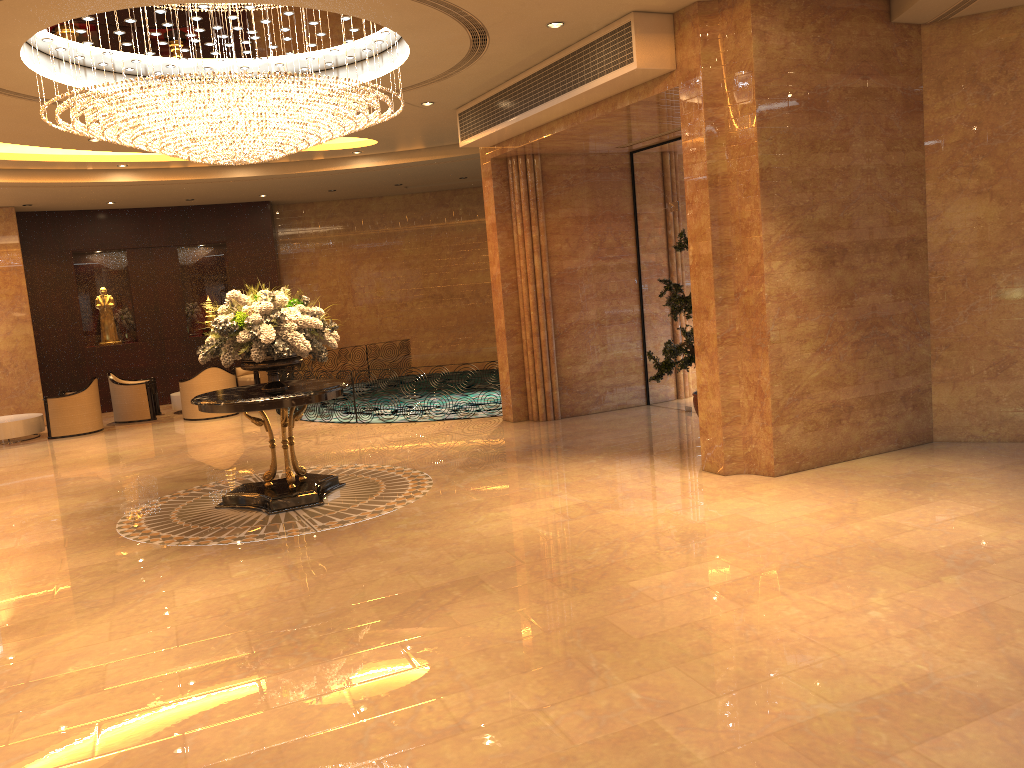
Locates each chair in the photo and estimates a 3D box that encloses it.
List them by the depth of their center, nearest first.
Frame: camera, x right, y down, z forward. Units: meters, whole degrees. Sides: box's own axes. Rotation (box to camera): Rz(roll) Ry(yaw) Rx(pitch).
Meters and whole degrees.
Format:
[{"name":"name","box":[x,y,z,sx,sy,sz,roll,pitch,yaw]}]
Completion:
[{"name":"chair","box":[-7.326,0.372,14.889,0.769,0.916,0.951,-6,7,-10]},{"name":"chair","box":[-5.269,0.122,15.498,0.951,0.916,0.769,-9,8,-30]},{"name":"chair","box":[-6.849,0.193,16.051,0.769,0.916,0.951,-7,7,-15]},{"name":"chair","box":[-5.012,-0.145,17.559,0.951,0.916,0.769,1,9,40]}]

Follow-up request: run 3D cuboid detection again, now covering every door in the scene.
[{"name":"door","box":[2.592,-0.945,10.936,0.195,2.758,1.880,-8,7,-25]}]

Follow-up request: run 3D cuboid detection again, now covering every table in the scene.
[{"name":"table","box":[-2.296,0.586,8.688,1.493,1.089,1.493,-9,8,-31]},{"name":"table","box":[-8.469,0.765,14.796,1.196,0.354,1.196,-5,7,1]},{"name":"table","box":[-5.794,0.302,16.748,1.196,0.354,1.196,-5,7,2]}]

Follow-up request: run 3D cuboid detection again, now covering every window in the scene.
[{"name":"window","box":[2.559,-1.318,10.892,0.047,3.571,3.515,-8,7,-25]}]

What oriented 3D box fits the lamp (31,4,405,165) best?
[{"name":"lamp","box":[-2.626,-2.660,8.275,3.206,1.196,3.204,-4,7,12]}]

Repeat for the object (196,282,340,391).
[{"name":"object","box":[-2.354,-0.446,8.546,1.277,0.999,1.318,-4,7,5]}]

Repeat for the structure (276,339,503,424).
[{"name":"structure","box":[-2.426,-0.070,16.297,3.815,0.995,7.624,-6,7,-7]}]

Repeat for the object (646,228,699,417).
[{"name":"object","box":[2.084,-0.549,9.673,0.843,2.363,1.250,2,10,45]}]

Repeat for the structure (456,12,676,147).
[{"name":"structure","box":[0.380,-3.186,9.707,0.425,0.483,4.113,-8,7,-25]}]
